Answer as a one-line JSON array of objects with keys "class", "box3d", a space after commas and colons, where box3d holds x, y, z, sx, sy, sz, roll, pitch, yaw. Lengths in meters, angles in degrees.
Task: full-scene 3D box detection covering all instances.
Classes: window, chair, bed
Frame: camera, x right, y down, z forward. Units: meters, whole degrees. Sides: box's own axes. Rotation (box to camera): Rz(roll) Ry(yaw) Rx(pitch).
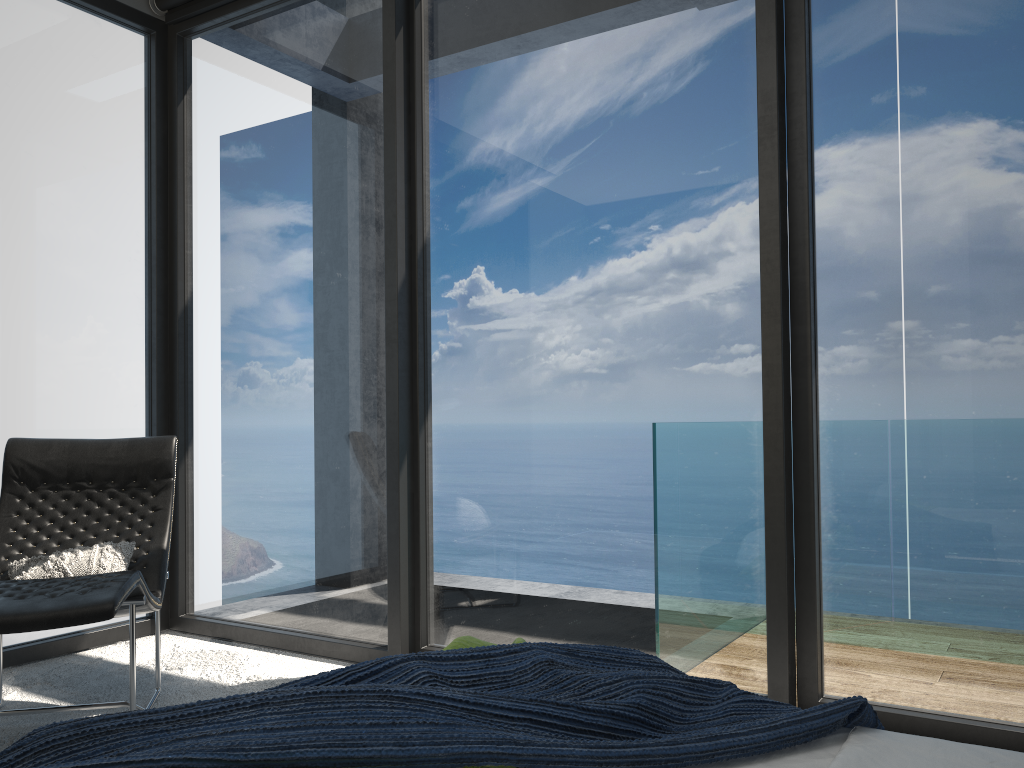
[{"class": "window", "box3d": [1.489, -0.552, 0.712, 9.726, 3.181, 3.597, -2, -2, 32]}, {"class": "chair", "box3d": [-1.562, 0.683, 3.025, 0.639, 0.995, 1.282, 0, -2, -13]}, {"class": "bed", "box3d": [0.044, 0.607, 1.039, 2.618, 0.933, 2.756, -2, -3, 32]}]

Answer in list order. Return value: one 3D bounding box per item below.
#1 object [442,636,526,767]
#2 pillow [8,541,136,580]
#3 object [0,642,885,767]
[{"class": "object", "box3d": [-0.354, 0.697, 1.294, 0.646, 0.342, 2.303, -2, -3, 31]}, {"class": "pillow", "box3d": [-1.588, 0.684, 3.154, 0.442, 0.199, 0.313, 0, -2, -17]}, {"class": "object", "box3d": [-0.351, 0.763, 1.481, 2.154, 0.567, 0.685, 0, -2, -16]}]
